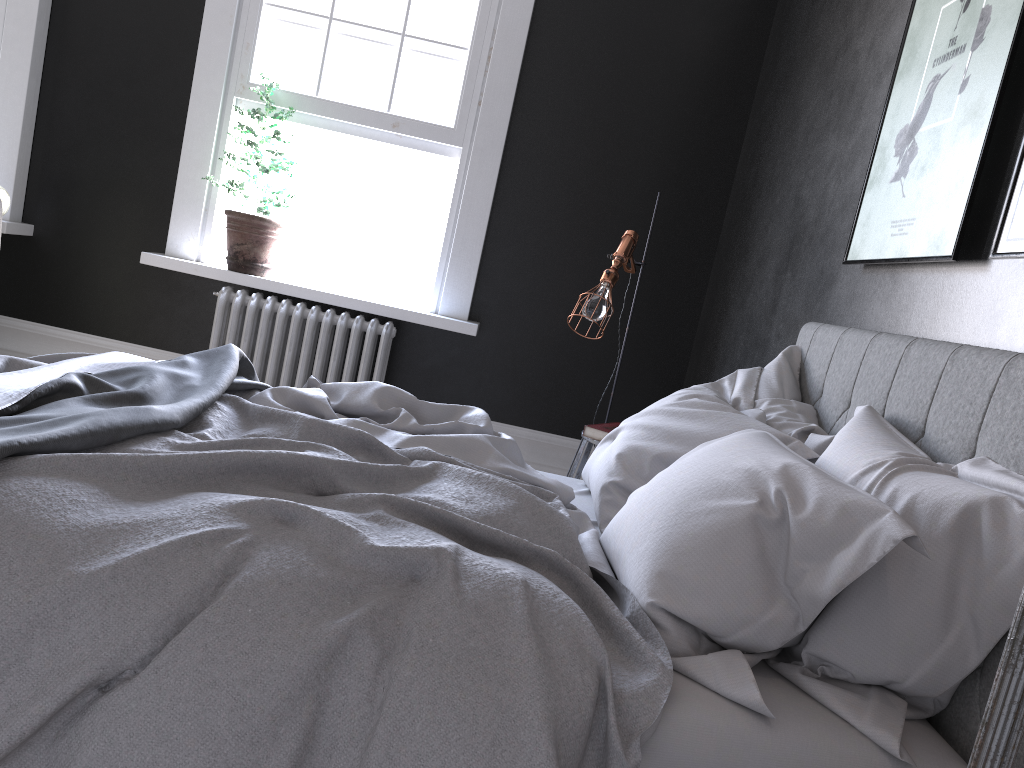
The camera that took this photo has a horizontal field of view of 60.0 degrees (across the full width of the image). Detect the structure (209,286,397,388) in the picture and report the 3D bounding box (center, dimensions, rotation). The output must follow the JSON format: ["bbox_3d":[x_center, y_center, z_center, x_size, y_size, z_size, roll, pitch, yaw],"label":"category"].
[{"bbox_3d":[-1.271,-0.060,5.247,1.141,0.851,0.275,12,8,-2],"label":"structure"}]

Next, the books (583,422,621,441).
[{"bbox_3d":[0.487,0.220,3.631,0.275,0.045,0.346,16,8,28],"label":"books"}]

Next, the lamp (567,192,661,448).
[{"bbox_3d":[0.682,-0.070,4.668,0.436,1.783,1.718,18,9,36],"label":"lamp"}]

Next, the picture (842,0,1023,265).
[{"bbox_3d":[1.284,-0.896,2.660,0.014,1.081,0.789,12,7,-1],"label":"picture"}]

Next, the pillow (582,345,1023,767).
[{"bbox_3d":[0.591,0.248,2.358,0.680,0.762,1.825,12,7,-2],"label":"pillow"}]

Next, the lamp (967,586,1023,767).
[{"bbox_3d":[0.504,0.033,0.761,0.770,2.417,0.986,17,9,31],"label":"lamp"}]

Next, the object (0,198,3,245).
[{"bbox_3d":[-3.002,-0.819,4.582,0.517,0.586,1.362,6,10,-42],"label":"object"}]

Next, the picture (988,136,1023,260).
[{"bbox_3d":[1.283,-0.780,1.700,0.014,1.081,0.789,12,7,-1],"label":"picture"}]

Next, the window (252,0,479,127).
[{"bbox_3d":[-0.848,-2.046,5.182,1.263,1.019,0.056,12,8,-2],"label":"window"}]

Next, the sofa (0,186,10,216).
[{"bbox_3d":[-4.004,-0.732,4.493,2.813,1.164,1.602,12,7,-1],"label":"sofa"}]

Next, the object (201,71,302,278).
[{"bbox_3d":[-1.468,-1.206,5.151,0.472,1.137,0.505,18,10,38],"label":"object"}]

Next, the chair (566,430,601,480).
[{"bbox_3d":[0.411,0.566,3.691,0.611,0.674,0.614,19,10,42],"label":"chair"}]

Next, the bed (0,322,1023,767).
[{"bbox_3d":[-0.535,0.186,2.409,3.286,1.301,2.756,11,7,-13],"label":"bed"}]
